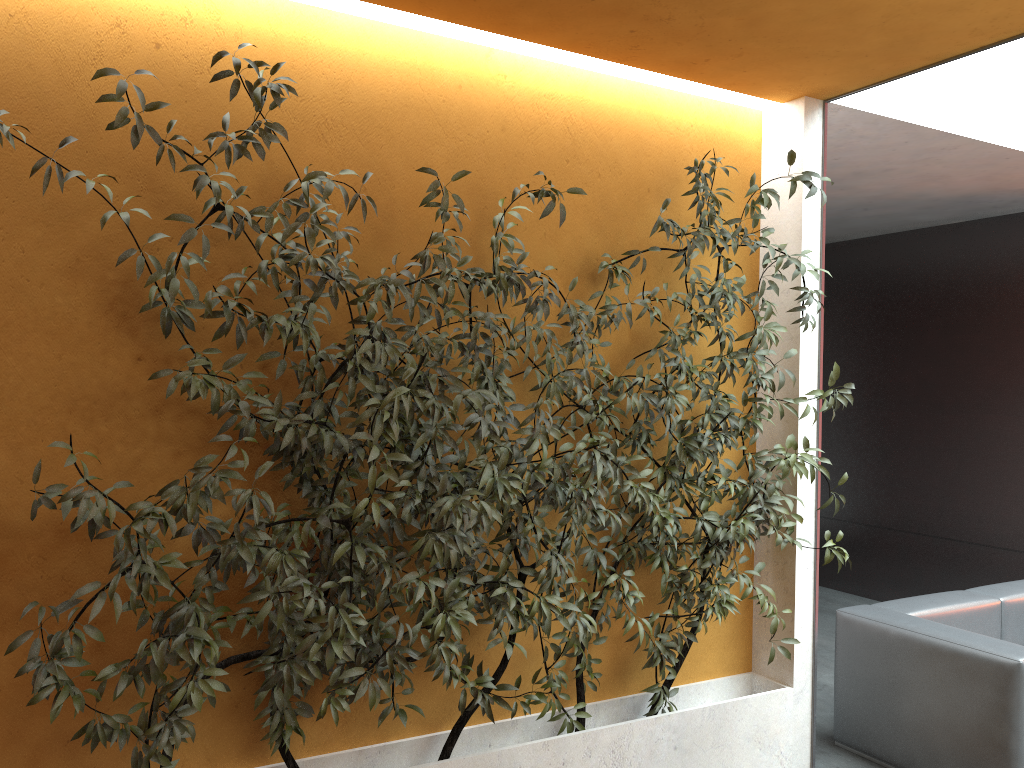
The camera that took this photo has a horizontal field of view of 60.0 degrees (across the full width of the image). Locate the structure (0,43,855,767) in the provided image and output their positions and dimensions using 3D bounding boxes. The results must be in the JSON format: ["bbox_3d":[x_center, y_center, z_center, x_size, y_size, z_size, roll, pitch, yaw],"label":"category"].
[{"bbox_3d":[-0.042,0.193,3.108,3.166,2.483,0.622,1,0,-31],"label":"structure"}]

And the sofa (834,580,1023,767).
[{"bbox_3d":[2.630,1.416,4.373,2.025,0.652,0.943,1,0,-30],"label":"sofa"}]
